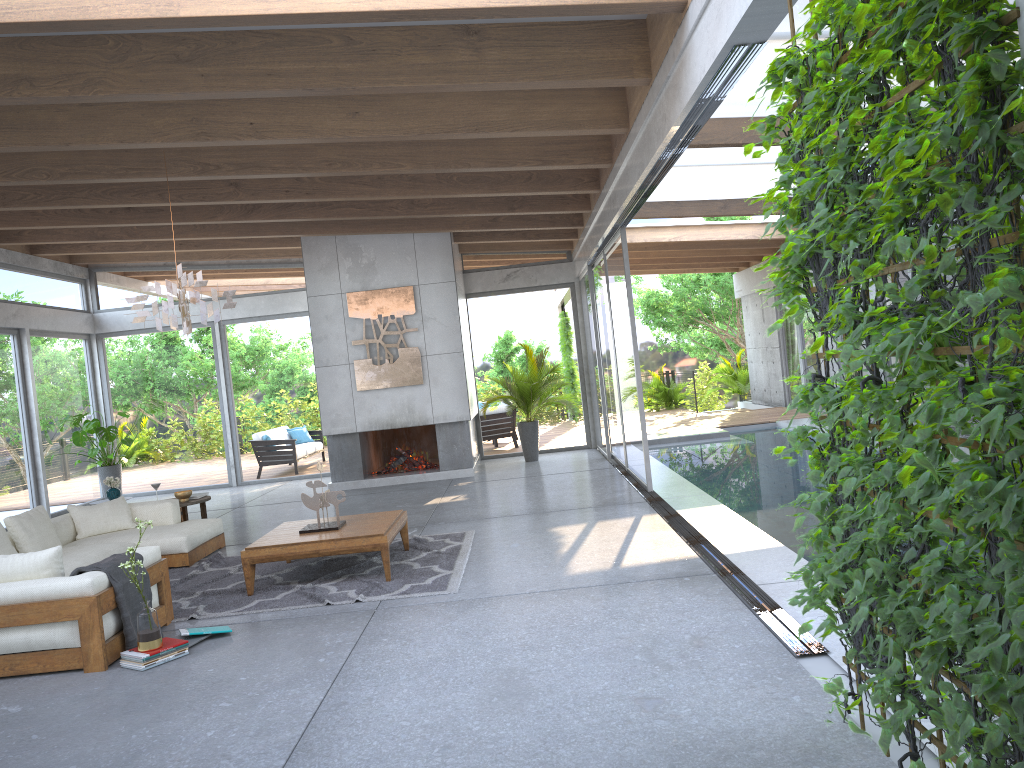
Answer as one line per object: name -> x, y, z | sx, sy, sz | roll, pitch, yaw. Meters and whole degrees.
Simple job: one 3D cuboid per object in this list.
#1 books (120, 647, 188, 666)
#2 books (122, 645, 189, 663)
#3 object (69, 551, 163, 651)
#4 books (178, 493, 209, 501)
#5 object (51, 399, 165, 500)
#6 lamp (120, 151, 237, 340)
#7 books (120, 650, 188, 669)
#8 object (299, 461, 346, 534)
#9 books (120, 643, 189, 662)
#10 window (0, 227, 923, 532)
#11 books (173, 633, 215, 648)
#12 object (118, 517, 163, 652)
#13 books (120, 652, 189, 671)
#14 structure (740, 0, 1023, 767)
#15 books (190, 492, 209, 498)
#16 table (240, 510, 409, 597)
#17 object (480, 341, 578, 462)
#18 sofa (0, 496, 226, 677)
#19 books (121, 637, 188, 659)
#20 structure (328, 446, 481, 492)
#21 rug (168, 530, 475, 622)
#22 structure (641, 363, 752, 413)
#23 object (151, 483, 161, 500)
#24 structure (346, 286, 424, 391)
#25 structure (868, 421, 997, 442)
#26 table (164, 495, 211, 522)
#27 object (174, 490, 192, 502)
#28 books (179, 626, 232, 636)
books -> -2.007, 1.520, 4.977 | 0.219, 0.012, 0.286 | -5, 1, 36
books -> -2.007, 1.507, 4.992 | 0.219, 0.012, 0.286 | -5, 1, 36
object -> -2.493, 1.404, 5.300 | 0.857, 0.704, 0.472 | -6, 1, -3
books -> -3.295, 1.167, 9.173 | 0.220, 0.015, 0.303 | -6, 1, 0
object -> -6.094, 1.051, 13.391 | 1.416, 1.540, 1.731 | -6, 1, 20
lamp -> -2.612, -1.026, 6.695 | 0.636, 1.400, 0.862 | -7, 1, -42
books -> -2.006, 1.532, 4.972 | 0.219, 0.012, 0.286 | -5, 1, 36
object -> -1.453, 0.849, 6.844 | 0.346, 0.518, 0.379 | -6, 1, 1
books -> -2.006, 1.495, 4.982 | 0.219, 0.012, 0.286 | -5, 1, 36
window -> -1.666, -0.389, 6.513 | 14.294, 3.764, 23.280 | -6, 1, 1
books -> -1.937, 1.520, 5.268 | 0.219, 0.012, 0.286 | -6, 1, 16
object -> -2.063, 1.106, 4.898 | 0.171, 0.750, 0.238 | -6, 1, 22
books -> -2.004, 1.545, 4.978 | 0.219, 0.012, 0.286 | -5, 1, 36
structure -> 3.044, -0.411, 5.557 | 2.739, 2.687, 10.282 | -6, 1, 18
books -> -3.289, 1.153, 9.171 | 0.205, 0.012, 0.290 | -6, 1, 6
table -> -1.382, 1.278, 6.829 | 1.048, 0.352, 1.112 | -6, 1, 1
object -> 0.218, 0.249, 13.314 | 1.484, 1.819, 1.798 | -6, 1, 8
sofa -> -3.234, 1.347, 6.753 | 1.965, 0.777, 3.733 | -6, 1, 1
books -> -2.009, 1.483, 4.986 | 0.219, 0.012, 0.286 | -5, 1, 36
structure -> -1.539, 1.065, 13.246 | 2.012, 0.595, 2.203 | -6, 1, 1
rug -> -1.924, 1.481, 6.893 | 3.186, 0.056, 2.187 | -6, 1, 1
structure -> -5.269, 1.399, 15.171 | 15.587, 3.022, 31.708 | -5, 1, 41
object -> -3.532, 1.099, 8.822 | 0.099, 0.212, 0.099 | -5, 1, 31
structure -> -1.730, -0.619, 12.093 | 0.919, 1.351, 0.041 | -6, 1, 1
structure -> 5.473, 0.686, 8.576 | 0.477, 0.068, 13.673 | -6, 1, 1
table -> -3.413, 1.412, 9.004 | 0.725, 0.441, 0.725 | -7, 1, -38
object -> -3.307, 1.132, 8.931 | 0.173, 0.097, 0.173 | -7, 1, -20
books -> -1.856, 1.493, 5.366 | 0.288, 0.074, 0.219 | -7, 1, -24
